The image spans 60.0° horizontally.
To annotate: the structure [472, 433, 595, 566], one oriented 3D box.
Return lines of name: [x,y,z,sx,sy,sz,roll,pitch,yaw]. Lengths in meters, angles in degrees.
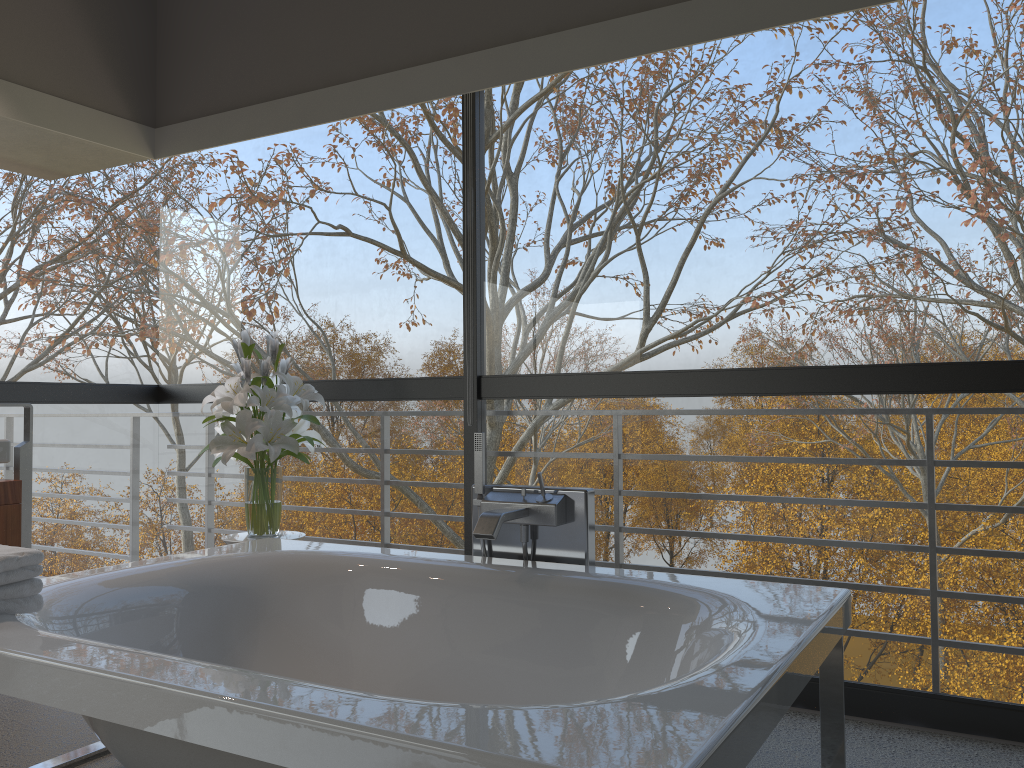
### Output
structure: [-0.004,0.589,2.595,0.402,0.885,0.330,-2,-2,29]

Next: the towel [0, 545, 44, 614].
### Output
towel: [-1.297,0.458,2.020,0.322,0.145,0.305,-1,-2,32]

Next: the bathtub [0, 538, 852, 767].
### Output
bathtub: [-0.338,0.763,2.083,1.958,0.504,1.327,-1,-2,29]

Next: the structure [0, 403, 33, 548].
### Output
structure: [-1.941,0.567,3.347,0.069,0.989,0.303,-2,-2,29]

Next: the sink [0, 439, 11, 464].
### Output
sink: [-2.174,0.214,3.017,0.352,0.266,0.750,-1,-2,29]

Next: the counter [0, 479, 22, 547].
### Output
counter: [-2.394,0.687,2.498,0.524,0.704,1.848,-2,-2,29]

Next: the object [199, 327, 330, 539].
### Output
object: [-0.955,0.178,3.371,0.460,0.796,0.450,1,-2,-33]

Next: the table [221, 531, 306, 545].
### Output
table: [-0.936,0.815,3.347,0.307,0.479,0.307,-1,-2,13]
